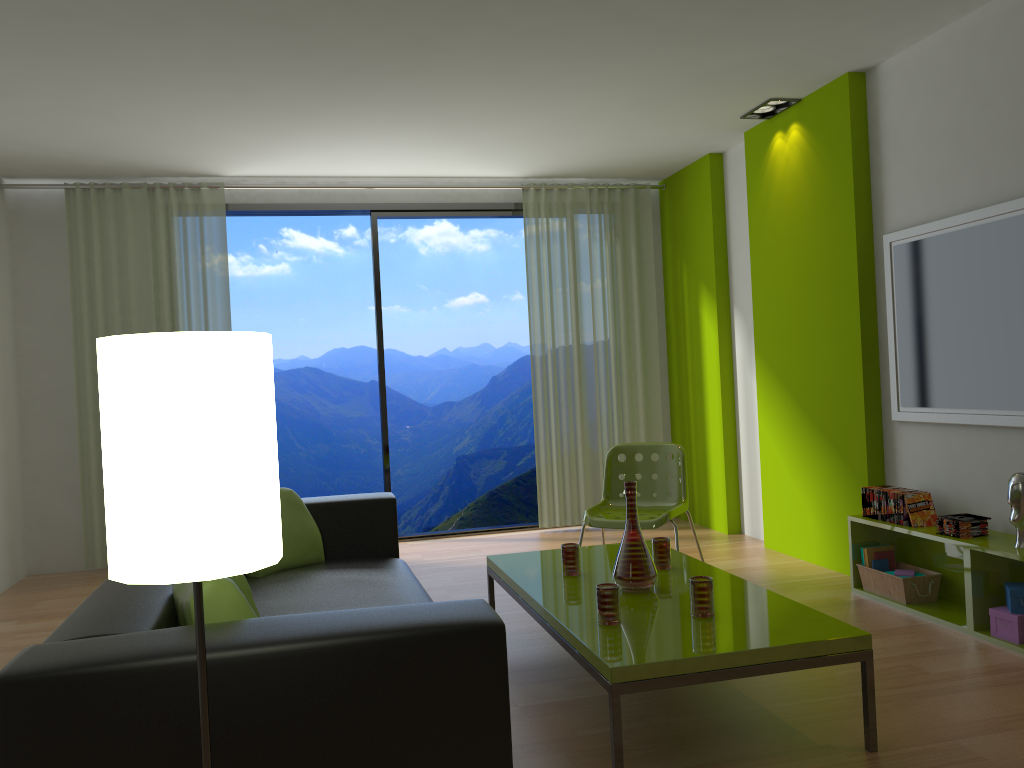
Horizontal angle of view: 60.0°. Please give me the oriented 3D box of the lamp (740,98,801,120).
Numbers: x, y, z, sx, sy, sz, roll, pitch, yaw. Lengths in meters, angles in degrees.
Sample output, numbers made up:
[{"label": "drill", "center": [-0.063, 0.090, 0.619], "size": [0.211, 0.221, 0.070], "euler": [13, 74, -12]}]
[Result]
[{"label": "lamp", "center": [1.488, -1.649, 5.127], "size": [0.192, 0.131, 0.352], "euler": [-3, 0, -13]}]

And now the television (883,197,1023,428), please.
[{"label": "television", "center": [2.075, -0.289, 3.716], "size": [0.028, 0.941, 1.537], "euler": [-3, 0, -13]}]

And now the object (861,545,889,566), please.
[{"label": "object", "center": [1.813, 0.905, 4.393], "size": [0.158, 0.200, 0.040], "euler": [-3, 0, -13]}]

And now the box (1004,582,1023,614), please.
[{"label": "box", "center": [2.019, 0.848, 3.511], "size": [0.102, 0.093, 0.138], "euler": [-3, 0, 22]}]

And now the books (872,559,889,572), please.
[{"label": "books", "center": [1.803, 0.932, 4.328], "size": [0.086, 0.148, 0.025], "euler": [-3, 0, -13]}]

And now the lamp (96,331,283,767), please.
[{"label": "lamp", "center": [-0.531, 0.540, 1.532], "size": [0.302, 1.244, 0.295], "euler": [-3, 0, -13]}]

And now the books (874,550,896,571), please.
[{"label": "books", "center": [1.835, 0.913, 4.350], "size": [0.105, 0.182, 0.031], "euler": [-3, 0, -13]}]

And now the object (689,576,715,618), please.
[{"label": "object", "center": [0.618, 0.694, 2.886], "size": [0.075, 0.122, 0.076], "euler": [-3, 0, 42]}]

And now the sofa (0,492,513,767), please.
[{"label": "sofa", "center": [-0.753, 0.852, 3.050], "size": [1.061, 0.639, 2.583], "euler": [-3, 0, -13]}]

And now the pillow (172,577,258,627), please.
[{"label": "pillow", "center": [-0.729, 0.647, 2.245], "size": [0.210, 0.403, 0.457], "euler": [-3, 0, -27]}]

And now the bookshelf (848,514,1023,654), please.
[{"label": "bookshelf", "center": [2.024, 0.834, 3.679], "size": [0.306, 0.378, 1.630], "euler": [-3, 0, -13]}]

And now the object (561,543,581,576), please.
[{"label": "object", "center": [0.238, 0.710, 3.582], "size": [0.076, 0.122, 0.075], "euler": [-3, 0, 21]}]

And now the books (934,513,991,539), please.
[{"label": "books", "center": [1.938, 0.610, 3.822], "size": [0.164, 0.078, 0.172], "euler": [-3, 0, -15]}]

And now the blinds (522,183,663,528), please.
[{"label": "blinds", "center": [0.625, -0.232, 6.714], "size": [1.012, 2.568, 0.067], "euler": [-3, 0, -13]}]

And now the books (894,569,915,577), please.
[{"label": "books", "center": [1.858, 0.894, 4.193], "size": [0.087, 0.008, 0.110], "euler": [-3, 0, 27]}]

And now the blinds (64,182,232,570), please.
[{"label": "blinds", "center": [-2.408, -0.076, 5.999], "size": [1.012, 2.568, 0.067], "euler": [-3, 0, -13]}]

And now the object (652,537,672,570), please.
[{"label": "object", "center": [0.610, 0.691, 3.613], "size": [0.076, 0.122, 0.075], "euler": [-3, 0, 21]}]

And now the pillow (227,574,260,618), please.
[{"label": "pillow", "center": [-0.831, 0.665, 2.625], "size": [0.164, 0.317, 0.380], "euler": [-3, 0, -30]}]

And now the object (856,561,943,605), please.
[{"label": "object", "center": [1.848, 0.947, 4.239], "size": [0.213, 0.129, 0.367], "euler": [-3, 0, -13]}]

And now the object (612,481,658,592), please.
[{"label": "object", "center": [0.446, 0.560, 3.272], "size": [0.168, 0.400, 0.168], "euler": [-3, 0, -27]}]

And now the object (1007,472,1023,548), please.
[{"label": "object", "center": [2.033, 0.502, 3.517], "size": [0.107, 0.305, 0.107], "euler": [-3, 0, 43]}]

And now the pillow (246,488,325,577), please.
[{"label": "pillow", "center": [-1.054, 0.653, 3.875], "size": [0.269, 0.362, 0.399], "euler": [-3, 0, 35]}]

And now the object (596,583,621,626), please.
[{"label": "object", "center": [0.310, 0.709, 2.852], "size": [0.076, 0.122, 0.075], "euler": [-3, 0, 21]}]

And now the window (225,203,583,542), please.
[{"label": "window", "center": [-0.755, -0.080, 6.618], "size": [3.336, 2.498, 0.219], "euler": [-3, 0, -13]}]

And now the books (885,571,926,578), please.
[{"label": "books", "center": [1.864, 0.910, 4.176], "size": [0.143, 0.025, 0.182], "euler": [-3, 0, -13]}]

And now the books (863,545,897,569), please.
[{"label": "books", "center": [1.818, 0.904, 4.369], "size": [0.158, 0.202, 0.051], "euler": [-3, 0, -13]}]

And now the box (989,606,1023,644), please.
[{"label": "box", "center": [2.017, 0.952, 3.517], "size": [0.202, 0.116, 0.135], "euler": [-3, 0, -18]}]

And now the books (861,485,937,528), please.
[{"label": "books", "center": [1.843, 0.580, 4.219], "size": [0.147, 0.150, 0.370], "euler": [-3, 0, -13]}]

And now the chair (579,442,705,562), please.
[{"label": "chair", "center": [0.662, 0.711, 4.685], "size": [0.640, 0.759, 0.546], "euler": [-3, 0, 25]}]

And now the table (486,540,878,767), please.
[{"label": "table", "center": [0.477, 0.931, 3.322], "size": [0.810, 0.349, 1.682], "euler": [-3, 0, -13]}]
